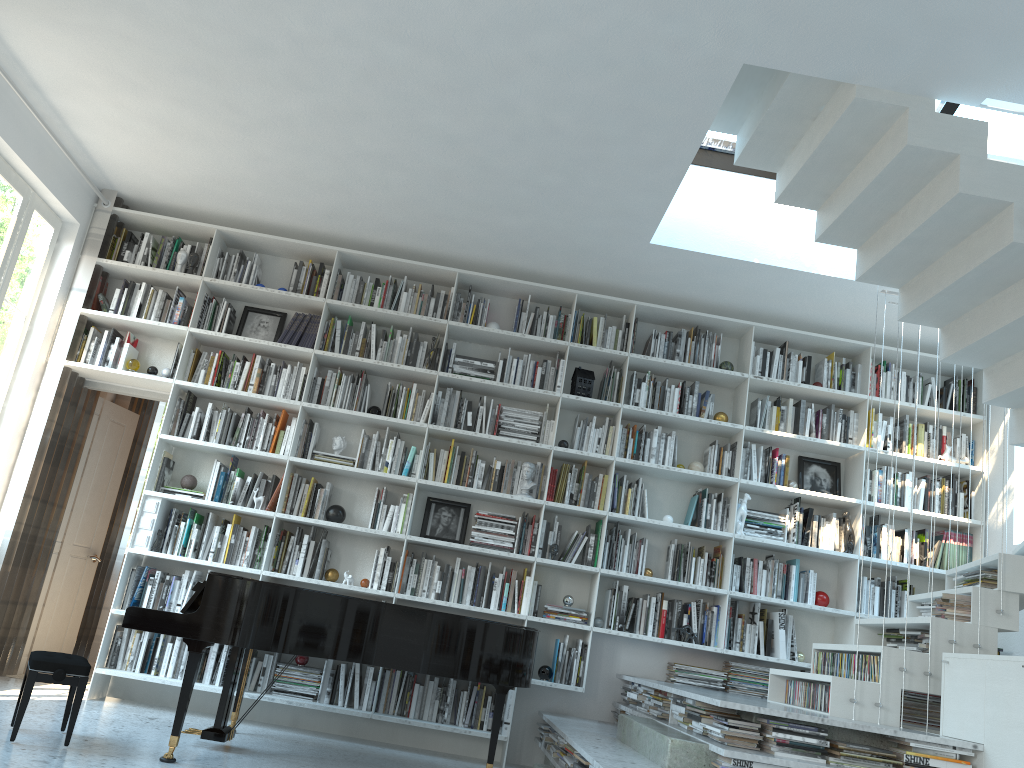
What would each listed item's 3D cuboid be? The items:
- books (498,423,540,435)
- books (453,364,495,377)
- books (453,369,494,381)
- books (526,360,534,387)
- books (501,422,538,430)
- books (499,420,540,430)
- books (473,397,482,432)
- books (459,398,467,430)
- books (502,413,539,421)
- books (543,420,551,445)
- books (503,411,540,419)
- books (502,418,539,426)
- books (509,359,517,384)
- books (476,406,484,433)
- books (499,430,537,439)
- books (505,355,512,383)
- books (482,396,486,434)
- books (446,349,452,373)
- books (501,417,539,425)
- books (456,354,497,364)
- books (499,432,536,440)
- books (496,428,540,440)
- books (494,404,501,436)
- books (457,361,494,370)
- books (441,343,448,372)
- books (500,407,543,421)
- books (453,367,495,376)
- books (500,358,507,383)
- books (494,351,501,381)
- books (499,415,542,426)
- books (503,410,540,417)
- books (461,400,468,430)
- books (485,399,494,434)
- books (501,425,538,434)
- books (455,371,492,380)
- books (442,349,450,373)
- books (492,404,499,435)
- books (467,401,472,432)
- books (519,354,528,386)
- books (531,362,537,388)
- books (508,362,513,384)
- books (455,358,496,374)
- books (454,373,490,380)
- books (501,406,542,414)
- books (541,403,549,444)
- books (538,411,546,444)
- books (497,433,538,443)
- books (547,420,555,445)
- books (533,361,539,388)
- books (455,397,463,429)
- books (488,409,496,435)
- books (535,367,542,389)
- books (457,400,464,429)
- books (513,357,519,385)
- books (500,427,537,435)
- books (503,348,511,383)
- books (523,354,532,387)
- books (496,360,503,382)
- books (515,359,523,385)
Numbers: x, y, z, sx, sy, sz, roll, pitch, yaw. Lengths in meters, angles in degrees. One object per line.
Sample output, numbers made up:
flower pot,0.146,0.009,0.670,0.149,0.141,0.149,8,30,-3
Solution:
books,0.045,0.316,6.090,0.285,0.012,0.160,10,-16,0
books,-0.264,-0.081,6.163,0.285,0.024,0.160,9,-16,3
books,-0.270,-0.052,6.160,0.285,0.012,0.160,11,-16,-4
books,0.116,-0.031,6.167,0.023,0.222,0.191,10,-16,-1
books,0.047,0.305,6.093,0.254,0.012,0.161,10,-16,0
books,0.049,0.292,6.092,0.285,0.012,0.160,9,-16,1
books,-0.244,0.238,6.089,0.022,0.284,0.131,10,-15,-1
books,-0.341,0.236,6.074,0.014,0.249,0.173,10,-15,-1
books,0.057,0.245,6.101,0.254,0.012,0.161,9,-16,3
books,0.229,0.364,6.087,0.029,0.198,0.172,10,-16,-1
books,0.059,0.233,6.111,0.254,0.012,0.161,9,-16,0
books,0.051,0.280,6.095,0.254,0.012,0.161,11,-16,-4
books,0.000,-0.046,6.169,0.027,0.216,0.190,10,-16,-1
books,-0.227,0.273,6.074,0.024,0.216,0.148,10,-15,-1
books,0.037,0.362,6.077,0.254,0.012,0.161,10,-16,-2
books,-0.032,-0.062,6.173,0.021,0.237,0.172,10,-16,-1
books,-0.194,0.243,6.087,0.049,0.290,0.162,10,-15,-1
books,-0.438,-0.123,6.166,0.013,0.217,0.141,10,-15,-1
books,0.053,0.269,6.101,0.254,0.012,0.161,9,-16,0
books,-0.253,-0.147,6.194,0.285,0.024,0.160,10,-16,-1
books,0.035,0.374,6.076,0.254,0.012,0.161,10,-16,-1
books,0.039,0.349,6.076,0.285,0.012,0.160,11,-16,-4
books,-0.106,0.275,6.065,0.013,0.246,0.177,10,-16,-1
books,-0.260,-0.103,6.172,0.254,0.025,0.161,11,-16,-5
books,-0.475,-0.145,6.176,0.012,0.253,0.161,10,-15,-1
books,0.063,0.208,6.110,0.285,0.012,0.160,11,-16,-6
books,-0.269,-0.062,6.165,0.285,0.012,0.160,11,-16,-3
books,-0.068,-0.054,6.195,0.024,0.222,0.129,10,-15,-1
books,-0.107,-0.083,6.174,0.012,0.253,0.161,10,-15,-1
books,0.055,0.259,6.106,0.285,0.012,0.160,10,-16,-2
books,0.060,0.223,6.118,0.254,0.012,0.161,10,-16,-1
books,-0.330,0.244,6.074,0.011,0.239,0.148,10,-15,-1
books,-0.160,0.256,6.071,0.021,0.268,0.192,10,-16,-1
books,0.043,0.327,6.085,0.254,0.012,0.161,11,-16,-3
books,-0.272,-0.040,6.157,0.254,0.012,0.161,11,-16,-4
books,-0.458,-0.122,6.151,0.027,0.201,0.168,10,-16,-1
books,-0.121,0.277,6.076,0.015,0.244,0.183,10,-16,-1
books,-0.291,0.250,6.069,0.066,0.236,0.154,10,-15,-1
books,0.070,-0.055,6.200,0.029,0.272,0.141,10,-15,-1
books,0.144,-0.026,6.180,0.010,0.229,0.152,10,-15,-1
books,-0.020,-0.040,6.181,0.011,0.203,0.133,10,-15,-1
books,-0.256,-0.125,6.183,0.285,0.024,0.160,9,-16,0
books,-0.274,-0.029,6.149,0.254,0.012,0.161,9,-16,3
books,0.065,0.199,6.120,0.285,0.012,0.160,9,-16,0
books,0.218,0.304,6.105,0.012,0.318,0.140,10,-15,-1
books,0.202,0.328,6.081,0.012,0.253,0.161,10,-15,-1
books,0.034,0.385,6.071,0.285,0.012,0.160,10,-16,0
books,0.259,0.367,6.094,0.030,0.204,0.159,10,-16,-1
books,0.155,-0.026,6.174,0.012,0.230,0.159,10,-15,-1
books,-0.367,0.232,6.077,0.011,0.251,0.153,10,-15,-1
books,-0.143,0.289,6.080,0.024,0.215,0.132,10,-15,-1
books,0.172,-0.004,6.165,0.029,0.187,0.176,10,-16,-1
books,-0.356,0.243,6.075,0.014,0.232,0.147,10,-15,-1
books,0.021,-0.053,6.185,0.012,0.243,0.132,10,-15,-1
books,0.041,0.338,6.082,0.254,0.012,0.161,9,-16,0
books,-0.043,-0.091,6.164,0.011,0.283,0.190,10,-15,-1
books,0.097,-0.055,6.180,0.023,0.268,0.185,10,-15,-1
books,-0.093,-0.049,6.161,0.025,0.187,0.194,10,-16,-1
books,0.039,-0.040,6.173,0.028,0.218,0.184,10,-16,-1
